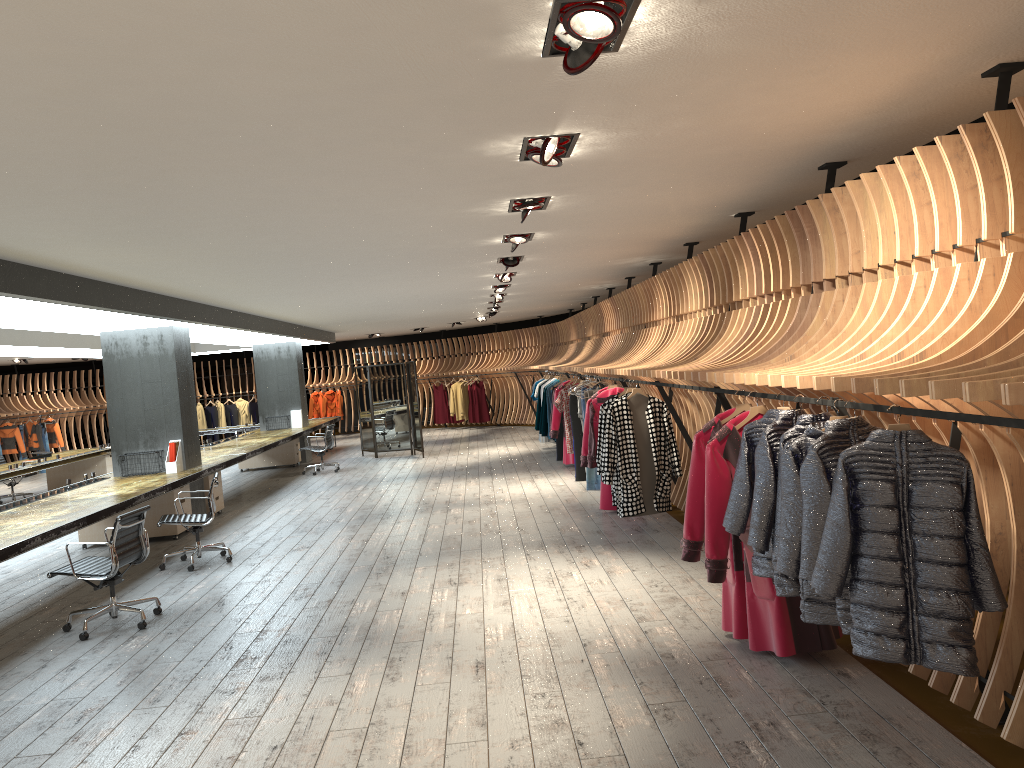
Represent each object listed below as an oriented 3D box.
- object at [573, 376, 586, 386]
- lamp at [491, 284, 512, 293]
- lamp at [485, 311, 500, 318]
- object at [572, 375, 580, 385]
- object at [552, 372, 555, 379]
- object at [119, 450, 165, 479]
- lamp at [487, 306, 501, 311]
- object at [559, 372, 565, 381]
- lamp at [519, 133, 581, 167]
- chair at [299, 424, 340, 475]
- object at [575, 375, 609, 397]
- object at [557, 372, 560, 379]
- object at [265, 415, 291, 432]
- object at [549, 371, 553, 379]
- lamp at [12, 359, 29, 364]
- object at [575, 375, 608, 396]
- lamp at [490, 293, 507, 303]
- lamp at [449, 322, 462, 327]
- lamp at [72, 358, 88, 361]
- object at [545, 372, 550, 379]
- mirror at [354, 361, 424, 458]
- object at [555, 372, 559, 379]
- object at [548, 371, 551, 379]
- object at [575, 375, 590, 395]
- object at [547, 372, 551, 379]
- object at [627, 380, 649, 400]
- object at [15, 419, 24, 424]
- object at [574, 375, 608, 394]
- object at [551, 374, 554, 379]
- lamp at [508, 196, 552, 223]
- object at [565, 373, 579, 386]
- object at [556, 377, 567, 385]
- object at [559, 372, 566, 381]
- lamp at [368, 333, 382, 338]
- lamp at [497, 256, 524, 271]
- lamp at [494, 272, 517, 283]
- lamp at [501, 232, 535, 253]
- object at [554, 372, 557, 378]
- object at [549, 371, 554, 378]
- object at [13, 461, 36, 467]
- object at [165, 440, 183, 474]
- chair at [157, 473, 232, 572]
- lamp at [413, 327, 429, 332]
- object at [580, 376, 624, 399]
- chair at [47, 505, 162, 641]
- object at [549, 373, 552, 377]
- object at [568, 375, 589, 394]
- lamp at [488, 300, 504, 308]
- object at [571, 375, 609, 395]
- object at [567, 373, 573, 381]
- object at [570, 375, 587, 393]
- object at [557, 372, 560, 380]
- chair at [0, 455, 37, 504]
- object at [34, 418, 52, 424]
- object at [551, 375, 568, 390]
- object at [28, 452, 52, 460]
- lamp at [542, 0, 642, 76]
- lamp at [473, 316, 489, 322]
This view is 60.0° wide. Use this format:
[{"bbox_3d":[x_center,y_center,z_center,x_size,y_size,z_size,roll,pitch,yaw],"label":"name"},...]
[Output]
[{"bbox_3d":[0.964,-0.006,12.832,0.524,0.286,0.015,-6,1,-17],"label":"object"},{"bbox_3d":[-0.152,-1.405,12.427,0.269,0.296,0.493,-5,1,-2],"label":"lamp"},{"bbox_3d":[-0.420,-1.552,18.801,0.269,0.291,0.493,-5,1,-7],"label":"lamp"},{"bbox_3d":[0.960,-0.019,13.045,0.525,0.270,0.012,-5,1,-2],"label":"object"},{"bbox_3d":[0.812,-0.099,16.783,0.525,0.270,0.012,-5,1,3],"label":"object"},{"bbox_3d":[-4.483,0.972,10.767,0.459,0.289,0.329,-5,1,-5],"label":"object"},{"bbox_3d":[-0.351,-1.515,17.207,0.269,0.294,0.493,-5,1,-2],"label":"lamp"},{"bbox_3d":[0.875,-0.068,15.204,0.525,0.270,0.012,-5,1,8],"label":"object"},{"bbox_3d":[0.179,-1.225,4.459,0.269,0.294,0.493,-5,1,-2],"label":"lamp"},{"bbox_3d":[-3.536,1.196,16.204,0.668,0.859,0.693,-5,1,-6],"label":"chair"},{"bbox_3d":[1.048,0.014,10.987,0.549,0.243,0.023,-5,1,-1],"label":"object"},{"bbox_3d":[0.851,-0.081,15.842,0.525,0.270,0.012,-5,1,3],"label":"object"},{"bbox_3d":[-4.791,0.804,18.164,0.459,0.289,0.330,-5,1,0],"label":"object"},{"bbox_3d":[0.777,-0.101,17.176,0.524,0.284,0.014,-5,1,8],"label":"object"},{"bbox_3d":[-11.304,-0.599,20.401,0.269,0.296,0.493,-5,1,17],"label":"lamp"},{"bbox_3d":[1.026,0.007,11.430,0.549,0.243,0.023,-6,1,-31],"label":"object"},{"bbox_3d":[-0.218,-1.439,14.020,0.269,0.301,0.493,-5,1,-2],"label":"lamp"},{"bbox_3d":[-1.372,-1.544,21.804,0.269,0.292,0.492,-6,1,-35],"label":"lamp"},{"bbox_3d":[-10.647,-0.698,21.842,0.269,0.293,0.493,-5,1,30],"label":"lamp"},{"bbox_3d":[0.741,-0.114,17.760,0.523,0.288,0.015,-5,1,8],"label":"object"},{"bbox_3d":[-2.484,0.532,18.004,2.110,1.892,0.443,-4,1,39],"label":"mirror"},{"bbox_3d":[0.840,-0.093,16.175,0.525,0.270,0.012,-5,1,-2],"label":"object"},{"bbox_3d":[0.800,-0.115,17.569,0.523,0.290,0.013,-5,1,-7],"label":"object"},{"bbox_3d":[1.016,-0.002,11.695,0.549,0.243,0.023,-6,1,-41],"label":"object"},{"bbox_3d":[0.772,-0.120,17.655,0.525,0.270,0.012,-5,1,3],"label":"object"},{"bbox_3d":[1.172,0.092,8.280,0.525,0.270,0.012,-6,1,-12],"label":"object"},{"bbox_3d":[-11.976,0.927,21.531,0.023,0.243,0.549,-5,1,-6],"label":"object"},{"bbox_3d":[1.051,0.015,11.310,0.548,0.256,0.023,-5,1,23],"label":"object"},{"bbox_3d":[0.805,-0.104,16.992,0.525,0.270,0.012,-5,1,-2],"label":"object"},{"bbox_3d":[0.113,-1.261,6.053,0.269,0.295,0.493,-5,1,-2],"label":"lamp"},{"bbox_3d":[0.955,-0.035,13.694,0.525,0.270,0.012,-5,1,8],"label":"object"},{"bbox_3d":[0.894,-0.060,14.906,0.525,0.270,0.012,-5,1,23],"label":"object"},{"bbox_3d":[0.878,-0.075,15.528,0.525,0.270,0.012,-5,1,-2],"label":"object"},{"bbox_3d":[-3.709,-1.387,23.900,0.492,0.292,0.269,-4,1,30],"label":"lamp"},{"bbox_3d":[-0.020,-1.335,9.240,0.269,0.291,0.493,-5,1,-2],"label":"lamp"},{"bbox_3d":[-0.086,-1.375,10.833,0.269,0.284,0.493,-5,1,-2],"label":"lamp"},{"bbox_3d":[0.047,-1.298,7.646,0.269,0.294,0.493,-5,1,-2],"label":"lamp"},{"bbox_3d":[0.829,-0.099,16.409,0.525,0.270,0.012,-5,1,3],"label":"object"},{"bbox_3d":[0.784,-0.117,17.349,0.525,0.270,0.012,-6,1,-17],"label":"object"},{"bbox_3d":[-7.737,1.284,14.083,0.302,0.071,0.209,-5,1,-8],"label":"object"},{"bbox_3d":[-4.137,0.887,10.838,0.129,0.383,0.240,-5,1,-2],"label":"object"},{"bbox_3d":[-3.181,1.360,8.789,0.668,0.859,0.693,-6,1,-26],"label":"chair"},{"bbox_3d":[-2.402,-1.482,23.008,0.492,0.294,0.269,-4,2,43],"label":"lamp"},{"bbox_3d":[1.085,0.026,10.796,0.547,0.262,0.023,-5,1,-1],"label":"object"},{"bbox_3d":[-3.087,1.406,6.714,0.668,0.859,0.693,-5,1,-6],"label":"chair"},{"bbox_3d":[0.795,-0.110,17.464,0.524,0.285,0.013,-5,1,-7],"label":"object"},{"bbox_3d":[1.013,0.000,11.803,0.549,0.250,0.023,-5,1,-1],"label":"object"},{"bbox_3d":[-0.285,-1.483,15.614,0.269,0.286,0.493,-5,1,-2],"label":"lamp"},{"bbox_3d":[1.028,0.003,11.537,0.549,0.243,0.023,-5,1,4],"label":"object"},{"bbox_3d":[0.923,-0.038,13.938,0.525,0.270,0.012,-5,1,-2],"label":"object"},{"bbox_3d":[1.008,-0.007,11.899,0.549,0.243,0.023,-4,1,34],"label":"object"},{"bbox_3d":[0.855,-0.077,15.638,0.525,0.270,0.012,-5,1,-2],"label":"object"},{"bbox_3d":[-8.866,1.693,15.794,0.668,0.859,0.693,-5,1,-16],"label":"chair"},{"bbox_3d":[-11.737,0.890,22.074,0.549,0.243,0.023,-6,1,-26],"label":"object"},{"bbox_3d":[0.891,-0.055,14.725,0.525,0.270,0.012,-5,1,3],"label":"object"},{"bbox_3d":[-8.459,1.277,15.909,0.261,0.111,0.373,-5,1,-2],"label":"object"},{"bbox_3d":[0.246,-1.185,2.866,0.269,0.302,0.493,-5,1,-2],"label":"lamp"},{"bbox_3d":[-0.694,-1.571,20.370,0.269,0.287,0.492,-6,1,-22],"label":"lamp"}]
